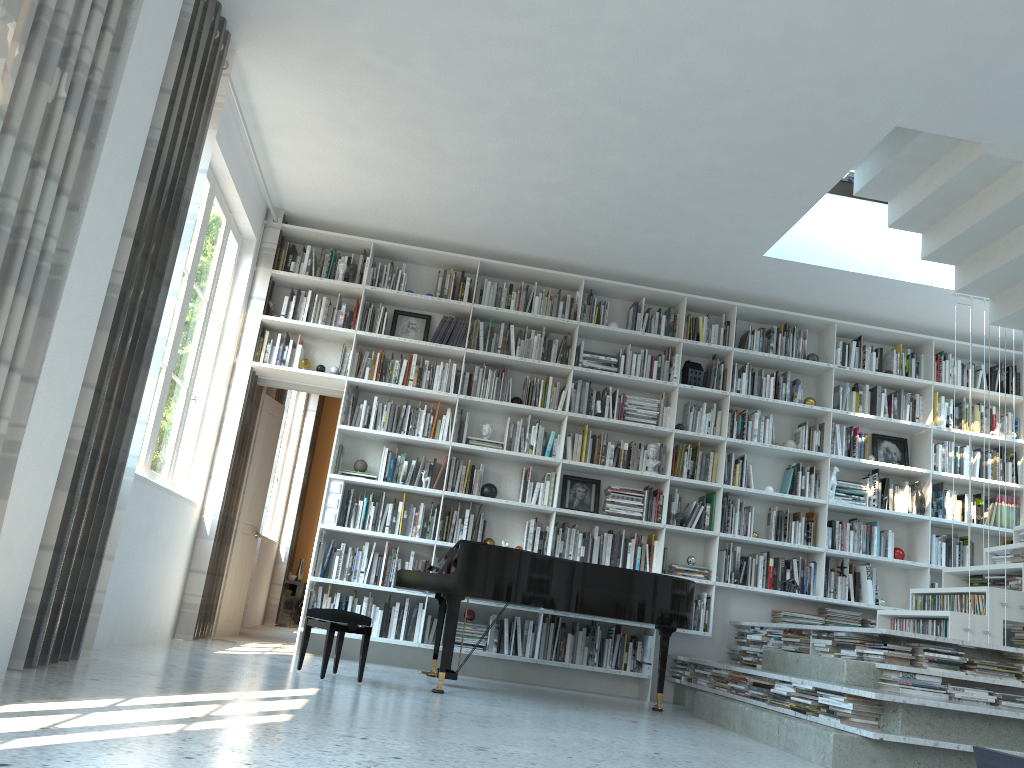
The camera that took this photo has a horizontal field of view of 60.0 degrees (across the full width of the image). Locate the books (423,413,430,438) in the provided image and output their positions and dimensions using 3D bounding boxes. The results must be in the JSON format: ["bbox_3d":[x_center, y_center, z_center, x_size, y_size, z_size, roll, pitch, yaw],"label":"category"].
[{"bbox_3d":[-0.659,0.347,6.818,0.021,0.220,0.149,9,-14,-5],"label":"books"}]

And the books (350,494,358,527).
[{"bbox_3d":[-1.176,0.955,6.590,0.007,0.263,0.177,9,-14,-5],"label":"books"}]

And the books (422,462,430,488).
[{"bbox_3d":[-0.655,0.708,6.711,0.030,0.207,0.173,9,-14,-5],"label":"books"}]

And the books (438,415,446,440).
[{"bbox_3d":[-0.541,0.363,6.822,0.031,0.223,0.145,9,-14,-5],"label":"books"}]

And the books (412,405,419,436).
[{"bbox_3d":[-0.745,0.305,6.807,0.012,0.271,0.145,9,-14,-5],"label":"books"}]

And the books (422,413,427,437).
[{"bbox_3d":[-0.675,0.345,6.812,0.012,0.217,0.160,9,-14,-5],"label":"books"}]

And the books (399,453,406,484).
[{"bbox_3d":[-0.829,0.659,6.702,0.011,0.249,0.172,9,-14,-5],"label":"books"}]

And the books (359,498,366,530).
[{"bbox_3d":[-1.106,0.977,6.598,0.014,0.242,0.171,9,-14,-5],"label":"books"}]

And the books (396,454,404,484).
[{"bbox_3d":[-0.847,0.662,6.719,0.022,0.248,0.129,9,-14,-5],"label":"books"}]

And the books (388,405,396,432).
[{"bbox_3d":[-0.922,0.290,6.777,0.024,0.236,0.167,9,-14,-5],"label":"books"}]

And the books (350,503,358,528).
[{"bbox_3d":[-1.166,0.989,6.566,0.019,0.189,0.193,9,-14,-5],"label":"books"}]

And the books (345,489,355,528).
[{"bbox_3d":[-1.208,0.938,6.602,0.014,0.293,0.172,9,-14,-5],"label":"books"}]

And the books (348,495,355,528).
[{"bbox_3d":[-1.193,0.960,6.607,0.022,0.256,0.142,9,-14,-5],"label":"books"}]

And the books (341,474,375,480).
[{"bbox_3d":[-1.155,0.715,6.667,0.254,0.012,0.161,9,-15,-4],"label":"books"}]

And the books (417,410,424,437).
[{"bbox_3d":[-0.709,0.331,6.827,0.028,0.242,0.132,9,-14,-5],"label":"books"}]

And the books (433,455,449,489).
[{"bbox_3d":[-0.545,0.685,6.702,0.082,0.275,0.229,9,-14,-5],"label":"books"}]

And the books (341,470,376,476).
[{"bbox_3d":[-1.150,0.680,6.676,0.254,0.012,0.161,9,-15,-4],"label":"books"}]

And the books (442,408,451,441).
[{"bbox_3d":[-0.509,0.339,6.837,0.027,0.285,0.148,9,-14,-5],"label":"books"}]

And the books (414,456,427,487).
[{"bbox_3d":[-0.697,0.680,6.720,0.060,0.254,0.159,9,-14,-5],"label":"books"}]

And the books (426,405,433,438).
[{"bbox_3d":[-0.637,0.316,6.833,0.015,0.292,0.144,9,-14,-5],"label":"books"}]

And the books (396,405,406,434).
[{"bbox_3d":[-0.856,0.298,6.810,0.048,0.255,0.142,9,-14,-5],"label":"books"}]

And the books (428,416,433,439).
[{"bbox_3d":[-0.628,0.358,6.809,0.013,0.203,0.162,9,-14,-5],"label":"books"}]

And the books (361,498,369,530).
[{"bbox_3d":[-1.093,0.975,6.586,0.009,0.244,0.185,9,-14,-5],"label":"books"}]

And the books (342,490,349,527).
[{"bbox_3d":[-1.236,0.940,6.607,0.008,0.284,0.160,9,-14,-5],"label":"books"}]

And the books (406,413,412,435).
[{"bbox_3d":[-0.792,0.332,6.803,0.021,0.204,0.130,9,-14,-5],"label":"books"}]

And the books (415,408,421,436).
[{"bbox_3d":[-0.726,0.321,6.817,0.011,0.251,0.139,9,-14,-5],"label":"books"}]

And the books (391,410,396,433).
[{"bbox_3d":[-0.911,0.315,6.800,0.010,0.203,0.139,9,-14,-5],"label":"books"}]

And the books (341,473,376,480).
[{"bbox_3d":[-1.153,0.703,6.666,0.254,0.012,0.161,10,-15,-8],"label":"books"}]

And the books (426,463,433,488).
[{"bbox_3d":[-0.628,0.714,6.723,0.027,0.209,0.144,9,-14,-5],"label":"books"}]

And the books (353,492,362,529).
[{"bbox_3d":[-1.150,0.952,6.598,0.008,0.279,0.164,9,-14,-5],"label":"books"}]

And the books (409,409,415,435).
[{"bbox_3d":[-0.772,0.320,6.793,0.013,0.228,0.177,9,-14,-5],"label":"books"}]

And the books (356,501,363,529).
[{"bbox_3d":[-1.128,0.985,6.587,0.015,0.216,0.180,9,-14,-5],"label":"books"}]

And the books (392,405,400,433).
[{"bbox_3d":[-0.890,0.295,6.789,0.023,0.242,0.185,9,-14,-5],"label":"books"}]

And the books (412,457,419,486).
[{"bbox_3d":[-0.736,0.684,6.729,0.013,0.241,0.141,9,-14,-5],"label":"books"}]

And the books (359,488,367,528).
[{"bbox_3d":[-1.112,0.942,6.608,0.006,0.314,0.146,9,-14,-5],"label":"books"}]

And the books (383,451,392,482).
[{"bbox_3d":[-0.942,0.642,6.708,0.031,0.254,0.143,9,-14,-5],"label":"books"}]

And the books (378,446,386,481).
[{"bbox_3d":[-0.984,0.619,6.701,0.012,0.284,0.160,9,-14,-5],"label":"books"}]

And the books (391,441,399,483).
[{"bbox_3d":[-0.888,0.613,6.726,0.011,0.335,0.154,9,-14,-5],"label":"books"}]

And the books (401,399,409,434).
[{"bbox_3d":[-0.822,0.278,6.801,0.013,0.299,0.152,9,-14,-5],"label":"books"}]

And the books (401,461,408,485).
[{"bbox_3d":[-0.812,0.688,6.685,0.029,0.189,0.189,9,-14,-5],"label":"books"}]

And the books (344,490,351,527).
[{"bbox_3d":[-1.224,0.939,6.607,0.016,0.289,0.153,9,-14,-5],"label":"books"}]

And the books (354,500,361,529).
[{"bbox_3d":[-1.144,0.985,6.598,0.015,0.217,0.177,9,-14,-5],"label":"books"}]

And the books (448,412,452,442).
[{"bbox_3d":[-0.480,0.358,6.837,0.036,0.257,0.123,9,-14,-5],"label":"books"}]

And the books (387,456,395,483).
[{"bbox_3d":[-0.912,0.663,6.676,0.029,0.207,0.190,9,-14,-5],"label":"books"}]

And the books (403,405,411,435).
[{"bbox_3d":[-0.809,0.304,6.807,0.021,0.256,0.156,9,-14,-5],"label":"books"}]

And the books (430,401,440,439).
[{"bbox_3d":[-0.596,0.303,6.826,0.035,0.324,0.170,9,-14,-5],"label":"books"}]

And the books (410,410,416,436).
[{"bbox_3d":[-0.761,0.325,6.806,0.013,0.227,0.152,9,-14,-5],"label":"books"}]

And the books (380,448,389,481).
[{"bbox_3d":[-0.967,0.628,6.700,0.024,0.272,0.150,9,-14,-5],"label":"books"}]

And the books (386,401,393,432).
[{"bbox_3d":[-0.939,0.275,6.796,0.011,0.270,0.158,9,-14,-5],"label":"books"}]

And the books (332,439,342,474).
[{"bbox_3d":[-1.320,0.568,6.685,0.012,0.284,0.160,9,-14,-5],"label":"books"}]

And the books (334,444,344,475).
[{"bbox_3d":[-1.302,0.589,6.671,0.028,0.242,0.157,9,-14,-5],"label":"books"}]

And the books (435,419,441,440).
[{"bbox_3d":[-0.573,0.377,6.815,0.030,0.183,0.152,9,-14,-5],"label":"books"}]

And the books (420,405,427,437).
[{"bbox_3d":[-0.682,0.312,6.805,0.015,0.274,0.157,9,-14,-5],"label":"books"}]

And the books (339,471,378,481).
[{"bbox_3d":[-1.151,0.690,6.666,0.285,0.012,0.160,8,-15,-1],"label":"books"}]

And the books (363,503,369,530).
[{"bbox_3d":[-1.087,1.001,6.614,0.016,0.210,0.146,9,-14,-5],"label":"books"}]

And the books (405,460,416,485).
[{"bbox_3d":[-0.772,0.692,6.723,0.056,0.213,0.143,9,-14,-5],"label":"books"}]

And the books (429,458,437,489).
[{"bbox_3d":[-0.602,0.699,6.733,0.021,0.250,0.154,9,-14,-5],"label":"books"}]

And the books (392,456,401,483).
[{"bbox_3d":[-0.875,0.667,6.721,0.030,0.231,0.148,9,-14,-5],"label":"books"}]

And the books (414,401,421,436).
[{"bbox_3d":[-0.734,0.295,6.827,0.011,0.303,0.130,9,-14,-5],"label":"books"}]
